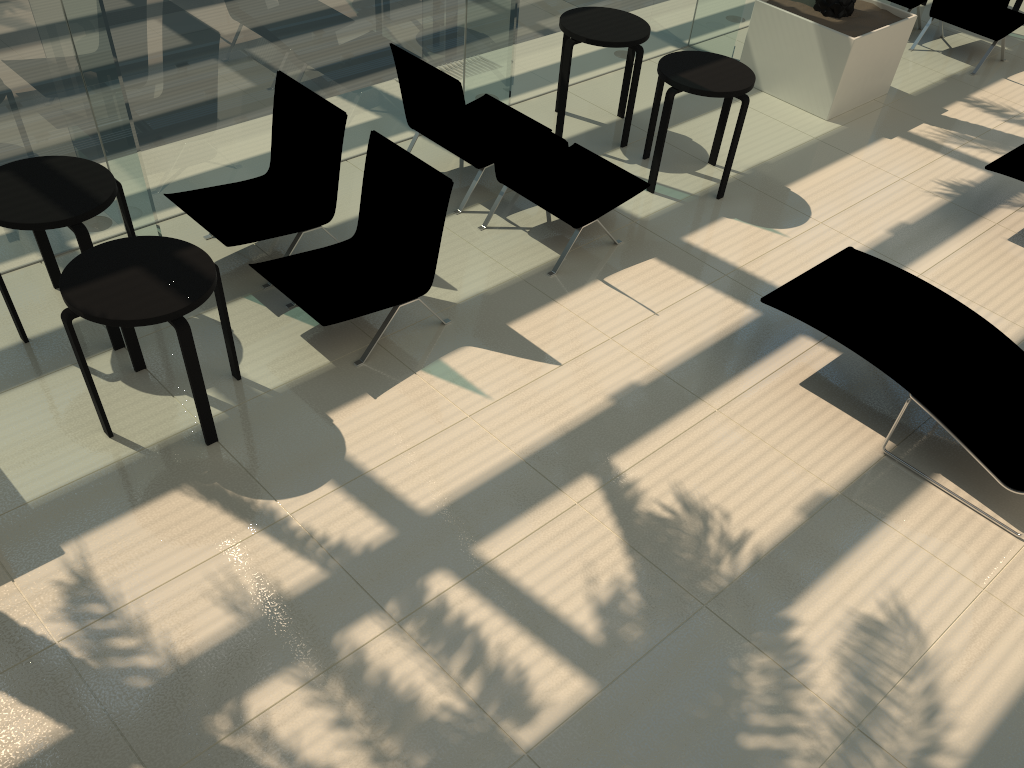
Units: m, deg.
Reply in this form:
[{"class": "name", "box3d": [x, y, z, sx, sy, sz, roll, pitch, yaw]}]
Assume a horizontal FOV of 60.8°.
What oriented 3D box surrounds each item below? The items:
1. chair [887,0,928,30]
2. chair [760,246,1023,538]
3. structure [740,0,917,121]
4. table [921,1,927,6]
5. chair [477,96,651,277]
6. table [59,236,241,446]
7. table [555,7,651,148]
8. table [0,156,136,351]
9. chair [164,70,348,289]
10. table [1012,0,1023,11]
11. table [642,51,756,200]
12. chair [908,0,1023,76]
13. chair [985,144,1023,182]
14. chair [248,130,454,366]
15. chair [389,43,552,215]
[{"class": "chair", "box3d": [3.913, -4.144, 8.822, 0.852, 0.964, 0.682, -30, 55, -31]}, {"class": "chair", "box3d": [2.420, -0.245, 4.536, 0.885, 1.257, 1.943, -33, 56, -33]}, {"class": "structure", "box3d": [2.868, -5.389, 5.229, 4.647, 7.612, 4.229, 33, 50, 25]}, {"class": "table", "box3d": [4.828, -4.626, 9.497, 0.680, 0.848, 0.620, 0, 45, -6]}, {"class": "chair", "box3d": [0.362, -1.395, 5.659, 0.852, 0.964, 0.682, -30, 55, -31]}, {"class": "table", "box3d": [-1.745, -0.196, 4.302, 0.680, 0.848, 0.620, 6, 44, 0]}, {"class": "table", "box3d": [0.661, -2.365, 6.750, 0.680, 0.848, 0.620, 0, 45, -6]}, {"class": "table", "box3d": [-2.404, -0.693, 4.721, 0.680, 0.848, 0.620, 6, 44, 0]}, {"class": "chair", "box3d": [-1.530, -1.203, 5.245, 0.852, 0.964, 0.682, -30, 55, -31]}, {"class": "table", "box3d": [5.487, -4.129, 9.078, 0.680, 0.848, 0.620, 0, 45, -6]}, {"class": "table", "box3d": [1.320, -1.867, 6.331, 0.680, 0.848, 0.620, 0, 45, -6]}, {"class": "chair", "box3d": [4.547, -3.666, 8.419, 0.852, 0.964, 0.682, -30, 55, -31]}, {"class": "chair", "box3d": [4.370, -1.304, 5.822, 0.885, 1.257, 1.943, -33, 56, -33]}, {"class": "chair", "box3d": [-0.896, -0.725, 4.843, 0.852, 0.964, 0.682, -30, 55, -31]}, {"class": "chair", "box3d": [-0.272, -1.873, 6.062, 0.852, 0.964, 0.682, -30, 55, -31]}]
